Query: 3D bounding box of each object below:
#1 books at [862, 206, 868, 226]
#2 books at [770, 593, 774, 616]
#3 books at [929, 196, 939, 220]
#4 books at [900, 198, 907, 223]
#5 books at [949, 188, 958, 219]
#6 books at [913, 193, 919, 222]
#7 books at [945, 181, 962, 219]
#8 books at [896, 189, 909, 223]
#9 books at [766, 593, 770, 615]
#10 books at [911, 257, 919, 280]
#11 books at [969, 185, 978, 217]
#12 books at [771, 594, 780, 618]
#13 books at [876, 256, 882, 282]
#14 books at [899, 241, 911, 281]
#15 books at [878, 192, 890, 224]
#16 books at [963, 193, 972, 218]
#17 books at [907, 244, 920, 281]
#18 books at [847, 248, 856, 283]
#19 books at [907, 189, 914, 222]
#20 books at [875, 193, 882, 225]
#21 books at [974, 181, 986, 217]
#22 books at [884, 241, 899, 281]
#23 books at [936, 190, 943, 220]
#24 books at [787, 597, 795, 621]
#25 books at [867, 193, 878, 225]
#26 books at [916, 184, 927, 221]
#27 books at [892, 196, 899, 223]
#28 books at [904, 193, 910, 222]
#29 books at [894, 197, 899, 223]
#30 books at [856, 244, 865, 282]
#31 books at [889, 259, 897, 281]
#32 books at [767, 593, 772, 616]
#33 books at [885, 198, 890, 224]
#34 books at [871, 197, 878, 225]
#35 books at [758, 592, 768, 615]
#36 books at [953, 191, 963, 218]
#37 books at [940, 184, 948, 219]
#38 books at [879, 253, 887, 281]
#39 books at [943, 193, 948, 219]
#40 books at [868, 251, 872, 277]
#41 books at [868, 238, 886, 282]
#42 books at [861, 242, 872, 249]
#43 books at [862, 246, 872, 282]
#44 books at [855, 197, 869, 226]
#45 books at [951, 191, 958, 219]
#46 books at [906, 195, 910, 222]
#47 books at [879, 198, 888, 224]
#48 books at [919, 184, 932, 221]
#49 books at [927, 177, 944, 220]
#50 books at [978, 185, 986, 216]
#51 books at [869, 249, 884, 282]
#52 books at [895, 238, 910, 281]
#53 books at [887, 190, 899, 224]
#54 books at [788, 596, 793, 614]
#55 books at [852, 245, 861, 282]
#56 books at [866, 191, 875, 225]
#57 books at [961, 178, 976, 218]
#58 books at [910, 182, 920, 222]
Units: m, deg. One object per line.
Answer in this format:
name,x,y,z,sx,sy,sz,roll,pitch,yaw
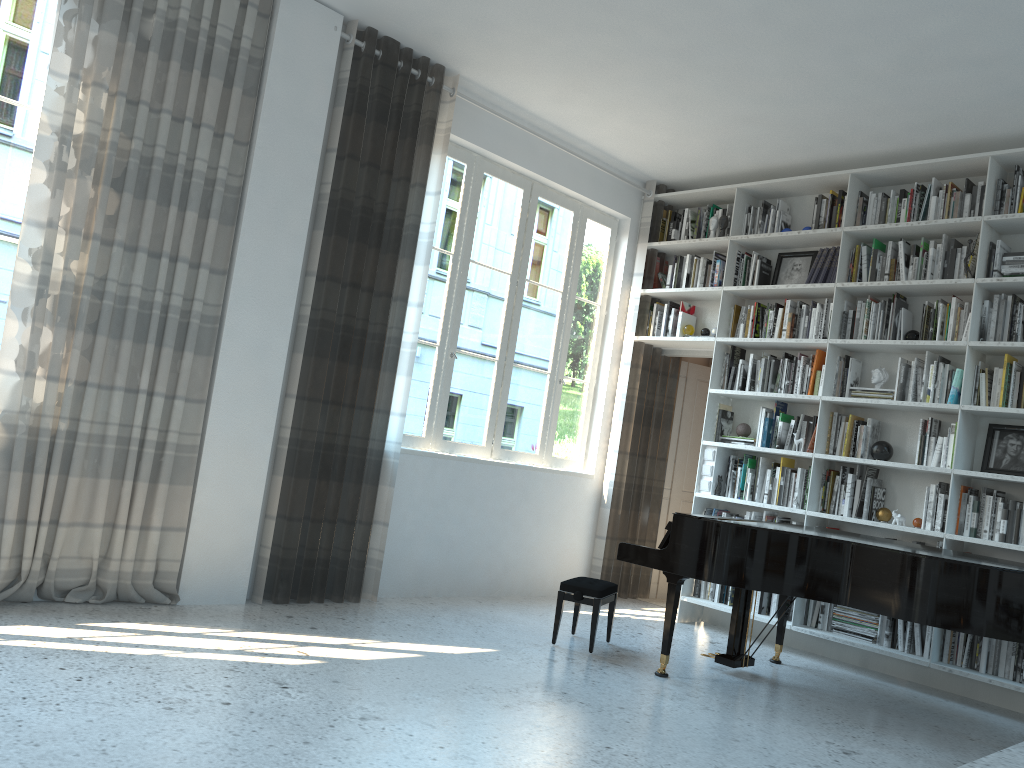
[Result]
books,2.344,-1.063,5.830,0.133,0.183,0.024,12,-5,-44
books,1.763,1.424,5.868,0.141,0.224,0.022,12,-5,-44
books,2.642,-1.046,5.503,0.182,0.190,0.031,12,-5,-44
books,2.520,-1.060,5.643,0.152,0.201,0.030,12,-5,-44
books,2.719,-1.060,5.424,0.161,0.228,0.021,12,-5,-44
books,2.579,-1.072,5.591,0.130,0.235,0.029,12,-5,-44
books,2.705,-1.081,5.433,0.192,0.266,0.014,12,-5,-44
books,2.511,-1.093,5.672,0.151,0.267,0.028,12,-5,-44
books,1.750,1.382,5.910,0.130,0.310,0.013,12,-5,-44
books,2.542,-0.682,5.528,0.168,0.180,0.028,12,-5,-44
books,2.805,-1.057,5.345,0.149,0.237,0.026,12,-5,-44
books,1.780,1.409,5.850,0.179,0.256,0.027,12,-5,-44
books,2.391,-0.703,5.696,0.153,0.201,0.024,12,-5,-44
books,2.489,-0.740,5.581,0.178,0.285,0.075,12,-5,-44
books,2.419,-1.092,5.737,0.174,0.249,0.012,12,-5,-44
books,2.774,-1.035,5.357,0.177,0.184,0.031,12,-5,-44
books,2.534,-0.725,5.555,0.168,0.265,0.027,12,-5,-44
books,2.257,-0.742,5.814,0.175,0.256,0.023,12,-5,-44
books,2.548,-1.084,5.604,0.183,0.251,0.013,12,-5,-44
books,2.410,-1.093,5.753,0.170,0.251,0.023,12,-5,-44
books,2.832,-1.067,5.332,0.151,0.261,0.029,12,-5,-44
books,2.429,-0.747,5.656,0.156,0.293,0.022,12,-5,-44
books,2.671,-1.066,5.490,0.134,0.235,0.026,12,-5,-44
books,1.872,1.418,5.773,0.156,0.256,0.065,12,-5,-44
books,2.376,-1.097,5.791,0.145,0.254,0.031,12,-5,-44
books,2.585,-1.094,5.567,0.164,0.276,0.013,12,-5,-44
books,2.488,-1.077,5.705,0.130,0.234,0.025,12,-5,-44
books,2.535,-1.076,5.626,0.155,0.234,0.013,12,-5,-44
books,2.494,-1.068,5.685,0.150,0.216,0.012,12,-5,-44
books,2.298,-0.753,5.793,0.148,0.287,0.010,12,-5,-44
books,2.447,-0.688,5.639,0.160,0.180,0.034,12,-5,-44
books,1.754,1.430,5.893,0.137,0.214,0.024,12,-5,-44
books,2.446,-1.069,5.706,0.167,0.207,0.014,12,-5,-44
books,2.389,-1.080,5.767,0.181,0.220,0.023,12,-5,-44
books,1.711,1.409,5.900,0.188,0.244,0.023,12,-5,-44
books,2.732,-1.047,5.386,0.187,0.200,0.026,12,-5,-44
books,2.688,-1.081,5.477,0.156,0.269,0.014,12,-5,-44
books,2.405,-0.712,5.672,0.158,0.218,0.029,12,-5,-44
books,2.705,-1.051,5.466,0.141,0.213,0.029,12,-5,-44
books,2.349,-0.736,5.736,0.157,0.259,0.011,12,-5,-44
books,2.355,-0.764,5.723,0.171,0.314,0.012,12,-5,-44
books,2.308,-0.761,5.818,0.130,0.308,0.014,12,-5,-44
books,2.329,-0.744,5.769,0.168,0.274,0.067,12,-5,-44
books,2.318,-1.094,5.840,0.156,0.237,0.029,12,-5,-44
books,2.720,-1.051,5.402,0.178,0.207,0.013,12,-5,-44
books,2.537,-1.067,5.611,0.160,0.215,0.011,12,-5,-44
books,2.422,-1.073,5.713,0.178,0.207,0.029,12,-5,-44
books,2.606,-1.091,5.542,0.173,0.272,0.052,12,-5,-44
books,2.641,-1.108,5.529,0.166,0.315,0.014,12,-5,-44
books,2.833,-1.051,5.296,0.172,0.225,0.026,12,-5,-44
books,2.365,-0.727,5.707,0.181,0.241,0.031,12,-5,-44
books,2.479,-0.752,5.632,0.135,0.315,0.013,12,-5,-44
books,2.460,-1.096,5.701,0.160,0.264,0.010,12,-5,-44
books,1.833,1.388,5.787,0.165,0.303,0.012,12,-5,-44
books,2.282,-0.752,5.812,0.159,0.283,0.013,12,-5,-44
books,2.373,-1.108,5.824,0.141,0.279,0.021,12,-5,-44
books,2.771,-1.085,5.380,0.160,0.285,0.013,12,-5,-44
books,2.561,-1.106,5.598,0.151,0.298,0.010,12,-5,-44
